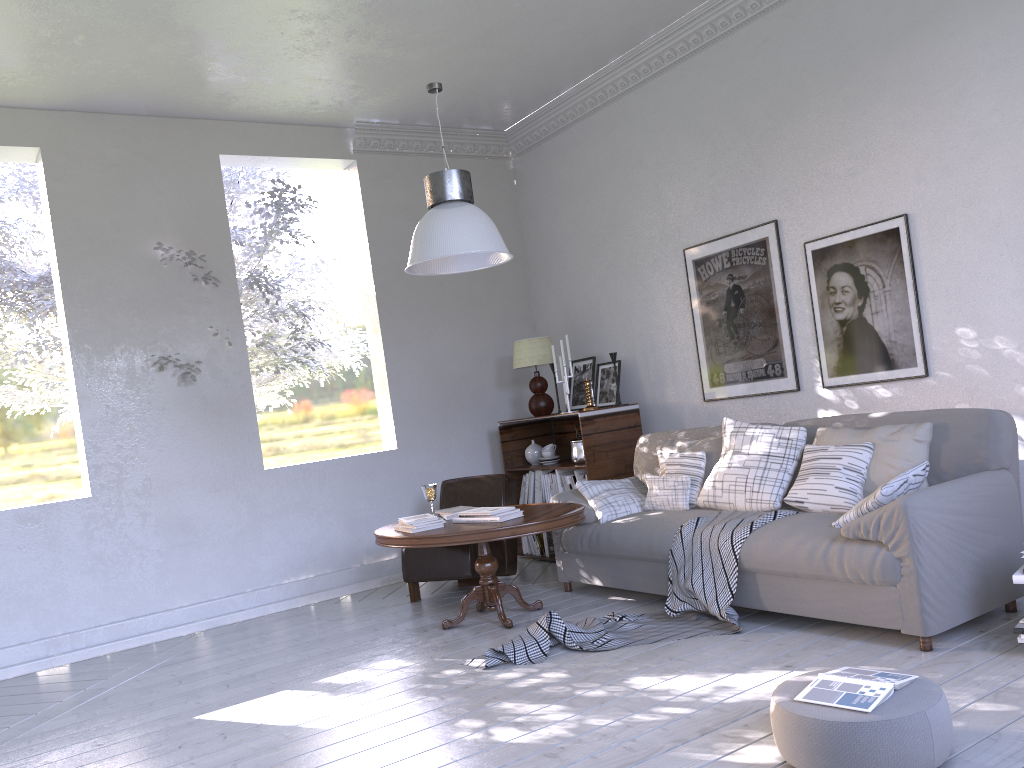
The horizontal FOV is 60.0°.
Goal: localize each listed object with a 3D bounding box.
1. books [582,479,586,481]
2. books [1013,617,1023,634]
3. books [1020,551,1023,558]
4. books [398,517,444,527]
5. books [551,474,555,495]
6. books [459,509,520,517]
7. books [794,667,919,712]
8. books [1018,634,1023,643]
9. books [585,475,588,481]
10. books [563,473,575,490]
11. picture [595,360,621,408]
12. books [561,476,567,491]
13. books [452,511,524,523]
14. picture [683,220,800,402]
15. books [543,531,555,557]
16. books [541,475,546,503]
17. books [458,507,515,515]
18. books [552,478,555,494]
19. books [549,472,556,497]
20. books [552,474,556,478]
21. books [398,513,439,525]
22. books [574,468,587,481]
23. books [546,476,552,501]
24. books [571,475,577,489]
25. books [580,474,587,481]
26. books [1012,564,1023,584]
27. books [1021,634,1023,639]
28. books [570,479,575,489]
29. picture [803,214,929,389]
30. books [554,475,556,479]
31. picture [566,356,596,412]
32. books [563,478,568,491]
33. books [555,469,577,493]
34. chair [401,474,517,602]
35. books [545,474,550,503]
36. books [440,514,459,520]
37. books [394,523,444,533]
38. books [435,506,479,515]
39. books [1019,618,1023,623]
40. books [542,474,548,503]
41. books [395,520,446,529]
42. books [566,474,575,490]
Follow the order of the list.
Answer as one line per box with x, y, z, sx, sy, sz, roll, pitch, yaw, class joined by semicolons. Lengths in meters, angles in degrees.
0.439;0.582;4.659;0.115;0.178;0.055;-8;1;-33;books
1.555;0.644;2.391;0.312;0.012;0.251;-9;-2;42;books
1.574;0.452;2.409;0.182;0.016;0.288;-7;-2;-39;books
-0.384;0.573;3.718;0.135;0.010;0.241;-7;-2;-22;books
0.285;0.592;4.889;0.131;0.206;0.011;-8;1;-28;books
-0.094;0.534;3.669;0.135;0.010;0.241;-7;-2;-42;books
0.764;0.664;1.967;0.238;0.024;0.175;-6;-2;-43;books
1.567;0.670;2.397;0.314;0.014;0.232;-9;-2;41;books
0.443;0.565;4.611;0.114;0.204;0.009;-8;1;-33;books
0.360;0.579;4.753;0.129;0.210;0.074;-8;1;-33;books
0.531;0.005;4.940;0.080;0.252;0.202;-8;0;-33;picture
0.350;0.585;4.782;0.131;0.202;0.064;-8;1;-33;books
-0.099;0.552;3.674;0.279;0.021;0.148;-9;-2;43;books
1.075;-0.322;4.208;0.019;0.773;0.590;-9;0;-33;picture
0.245;0.862;5.031;0.140;0.232;0.042;-8;1;-33;books
0.214;0.605;4.946;0.120;0.207;0.026;-8;1;-38;books
-0.108;0.525;3.663;0.136;0.010;0.214;-7;-2;-42;books
0.288;0.600;4.864;0.120;0.188;0.012;-8;1;-28;books
0.277;0.591;4.903;0.129;0.212;0.020;-8;1;-28;books
0.290;0.591;4.879;0.131;0.206;0.011;-8;1;-28;books
-0.394;0.564;3.700;0.136;0.011;0.216;-7;-2;-17;books
0.415;0.559;4.683;0.126;0.233;0.078;-8;1;-33;books
0.260;0.601;4.913;0.125;0.196;0.015;-8;1;-28;books
0.398;0.576;4.694;0.131;0.202;0.064;-8;1;-33;books
0.433;0.571;4.672;0.114;0.199;0.061;-8;1;-33;books
1.566;0.516;2.409;0.331;0.025;0.176;-9;-2;41;books
1.566;0.655;2.392;0.308;0.014;0.232;-9;-2;39;books
0.387;0.588;4.731;0.120;0.185;0.061;-8;1;-33;books
1.443;-0.321;3.647;0.019;0.639;0.487;-9;0;-33;picture
0.295;0.590;4.846;0.114;0.204;0.009;-8;1;-28;books
0.400;0.005;5.149;0.095;0.300;0.231;-8;0;-33;picture
0.356;0.589;4.767;0.125;0.193;0.065;-8;1;-33;books
0.307;0.571;4.818;0.126;0.237;0.018;-8;1;-28;books
-0.247;0.767;4.493;0.497;0.554;0.703;-8;-1;22;chair
0.253;0.597;4.924;0.131;0.206;0.011;-8;1;-28;books
-0.237;0.581;3.981;0.147;0.018;0.231;-8;-2;-12;books
-0.393;0.598;3.709;0.141;0.015;0.222;-7;-2;-27;books
-0.248;0.567;3.979;0.136;0.011;0.214;-7;-2;-27;books
1.568;0.641;2.409;0.182;0.016;0.288;-6;-2;-44;books
0.241;0.599;4.931;0.131;0.206;0.011;-8;1;-28;books
-0.386;0.584;3.708;0.136;0.010;0.214;-7;-2;-32;books
0.369;0.582;4.738;0.131;0.202;0.064;-8;1;-33;books
